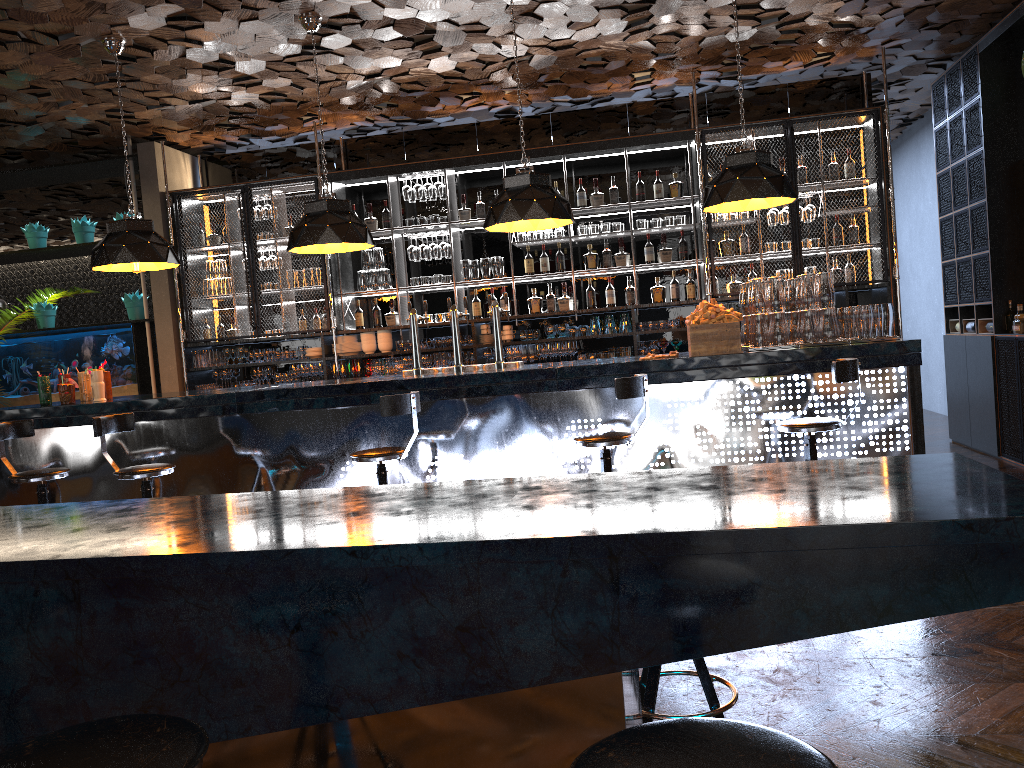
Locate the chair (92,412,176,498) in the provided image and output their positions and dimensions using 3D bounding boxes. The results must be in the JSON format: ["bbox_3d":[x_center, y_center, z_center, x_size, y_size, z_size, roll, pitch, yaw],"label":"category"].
[{"bbox_3d":[-2.057,0.717,4.962,0.476,1.108,0.419,-4,3,10],"label":"chair"}]

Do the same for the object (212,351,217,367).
[{"bbox_3d":[-2.978,-0.251,8.841,0.058,0.152,0.051,-4,3,14],"label":"object"}]

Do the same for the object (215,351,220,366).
[{"bbox_3d":[-2.964,-0.254,8.900,0.058,0.152,0.051,-6,3,-29],"label":"object"}]

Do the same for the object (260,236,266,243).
[{"bbox_3d":[-2.498,-1.462,8.937,0.077,0.080,0.077,-6,3,-25],"label":"object"}]

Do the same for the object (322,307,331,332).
[{"bbox_3d":[-1.847,-0.635,8.798,0.075,0.260,0.075,-6,3,-31],"label":"object"}]

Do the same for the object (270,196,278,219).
[{"bbox_3d":[-2.387,-1.766,8.878,0.081,0.213,0.081,-4,3,15],"label":"object"}]

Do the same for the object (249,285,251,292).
[{"bbox_3d":[-2.621,-0.951,8.905,0.077,0.080,0.077,-4,3,21],"label":"object"}]

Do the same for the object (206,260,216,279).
[{"bbox_3d":[-3.045,-1.153,8.951,0.092,0.182,0.092,-4,3,5],"label":"object"}]

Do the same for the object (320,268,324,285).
[{"bbox_3d":[-1.900,-1.058,8.818,0.092,0.182,0.092,-4,3,5],"label":"object"}]

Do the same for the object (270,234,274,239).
[{"bbox_3d":[-2.389,-1.470,8.929,0.077,0.080,0.077,-7,4,-45],"label":"object"}]

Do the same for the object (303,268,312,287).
[{"bbox_3d":[-2.016,-1.046,8.764,0.092,0.182,0.092,-4,3,5],"label":"object"}]

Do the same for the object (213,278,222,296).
[{"bbox_3d":[-2.977,-0.975,8.951,0.092,0.182,0.092,-4,3,5],"label":"object"}]

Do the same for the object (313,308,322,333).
[{"bbox_3d":[-1.945,-0.628,8.836,0.075,0.260,0.075,-6,3,-31],"label":"object"}]

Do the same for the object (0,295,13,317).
[{"bbox_3d":[-5.452,-0.800,9.370,0.290,0.292,0.278,-7,4,-43],"label":"object"}]

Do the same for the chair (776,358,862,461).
[{"bbox_3d":[1.573,0.436,4.561,0.476,1.108,0.419,-4,3,20],"label":"chair"}]

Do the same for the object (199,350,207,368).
[{"bbox_3d":[-3.071,-0.253,8.815,0.067,0.174,0.067,-7,4,-41],"label":"object"}]

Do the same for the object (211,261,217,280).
[{"bbox_3d":[-3.034,-1.158,9.048,0.092,0.182,0.092,-4,3,5],"label":"object"}]

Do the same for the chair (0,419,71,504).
[{"bbox_3d":[-2.770,0.764,5.205,0.476,1.108,0.419,-4,3,10],"label":"chair"}]

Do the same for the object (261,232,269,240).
[{"bbox_3d":[-2.442,-1.459,8.775,0.077,0.080,0.077,-7,4,-45],"label":"object"}]

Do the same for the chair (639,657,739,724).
[{"bbox_3d":[0.450,0.776,2.435,0.419,0.813,0.419,-4,3,5],"label":"chair"}]

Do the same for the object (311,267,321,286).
[{"bbox_3d":[-1.926,-1.052,8.727,0.092,0.182,0.092,-4,3,5],"label":"object"}]

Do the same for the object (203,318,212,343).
[{"bbox_3d":[-3.101,-0.540,9.011,0.075,0.261,0.075,-6,3,-31],"label":"object"}]

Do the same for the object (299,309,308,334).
[{"bbox_3d":[-2.084,-0.616,8.838,0.075,0.261,0.075,-6,3,-31],"label":"object"}]

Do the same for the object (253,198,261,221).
[{"bbox_3d":[-2.561,-1.753,8.908,0.081,0.213,0.081,-4,3,15],"label":"object"}]

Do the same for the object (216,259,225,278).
[{"bbox_3d":[-2.943,-1.161,8.941,0.092,0.182,0.092,-4,3,5],"label":"object"}]

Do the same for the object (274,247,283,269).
[{"bbox_3d":[-2.346,-1.268,8.902,0.081,0.213,0.081,-4,3,15],"label":"object"}]

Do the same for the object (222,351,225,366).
[{"bbox_3d":[-2.957,-0.261,9.018,0.051,0.152,0.058,-3,3,34],"label":"object"}]

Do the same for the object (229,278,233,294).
[{"bbox_3d":[-2.875,-0.987,9.021,0.092,0.182,0.092,-4,3,5],"label":"object"}]

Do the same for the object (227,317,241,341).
[{"bbox_3d":[-2.804,-0.553,8.944,0.108,0.244,0.108,-4,3,23],"label":"object"}]

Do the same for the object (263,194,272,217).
[{"bbox_3d":[-2.411,-1.758,8.737,0.081,0.213,0.081,-4,3,15],"label":"object"}]

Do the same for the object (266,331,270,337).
[{"bbox_3d":[-2.500,-0.499,9.004,0.077,0.080,0.077,-7,4,-41],"label":"object"}]

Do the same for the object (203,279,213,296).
[{"bbox_3d":[-3.079,-0.967,8.968,0.092,0.182,0.092,-4,3,5],"label":"object"}]

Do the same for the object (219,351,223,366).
[{"bbox_3d":[-2.951,-0.258,8.958,0.051,0.152,0.058,-3,3,36],"label":"object"}]

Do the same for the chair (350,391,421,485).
[{"bbox_3d":[-0.674,0.609,4.828,0.476,1.108,0.419,-3,3,25],"label":"chair"}]

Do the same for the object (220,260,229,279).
[{"bbox_3d":[-2.934,-1.165,9.020,0.092,0.182,0.092,-4,3,5],"label":"object"}]

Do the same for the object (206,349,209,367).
[{"bbox_3d":[-3.065,-0.257,8.892,0.067,0.174,0.067,-3,3,35],"label":"object"}]

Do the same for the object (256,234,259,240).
[{"bbox_3d":[-2.558,-1.452,8.839,0.077,0.080,0.077,-7,4,-45],"label":"object"}]

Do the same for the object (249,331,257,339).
[{"bbox_3d":[-2.591,-0.485,8.870,0.077,0.080,0.077,-7,4,-41],"label":"object"}]

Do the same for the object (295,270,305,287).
[{"bbox_3d":[-2.113,-1.042,8.858,0.092,0.182,0.092,-4,3,5],"label":"object"}]

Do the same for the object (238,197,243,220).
[{"bbox_3d":[-2.679,-1.738,8.782,0.081,0.213,0.081,-4,3,15],"label":"object"}]

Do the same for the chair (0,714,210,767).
[{"bbox_3d":[-0.559,0.915,1.247,0.419,0.813,0.419,-4,3,5],"label":"chair"}]

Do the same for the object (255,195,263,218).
[{"bbox_3d":[-2.500,-1.751,8.752,0.081,0.213,0.081,-4,3,15],"label":"object"}]

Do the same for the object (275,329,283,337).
[{"bbox_3d":[-2.318,-0.506,8.842,0.077,0.080,0.077,-5,3,-2],"label":"object"}]

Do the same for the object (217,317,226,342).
[{"bbox_3d":[-2.942,-0.551,8.957,0.075,0.260,0.075,-2,4,43],"label":"object"}]

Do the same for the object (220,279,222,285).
[{"bbox_3d":[-2.968,-0.980,9.046,0.092,0.182,0.092,-4,3,5],"label":"object"}]

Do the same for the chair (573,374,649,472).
[{"bbox_3d":[0.531,0.517,4.672,0.476,1.108,0.419,-3,3,25],"label":"chair"}]

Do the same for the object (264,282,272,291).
[{"bbox_3d":[-2.415,-0.962,8.777,0.077,0.080,0.077,-4,3,5],"label":"object"}]

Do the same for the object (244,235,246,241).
[{"bbox_3d":[-2.659,-1.446,8.877,0.077,0.080,0.077,-5,3,0],"label":"object"}]

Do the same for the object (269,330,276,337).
[{"bbox_3d":[-2.400,-0.503,8.912,0.077,0.080,0.077,-6,3,-25],"label":"object"}]

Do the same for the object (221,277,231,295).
[{"bbox_3d":[-2.880,-0.982,8.924,0.092,0.182,0.092,-4,3,5],"label":"object"}]

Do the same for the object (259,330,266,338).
[{"bbox_3d":[-2.490,-0.492,8.841,0.077,0.080,0.077,-5,3,-5],"label":"object"}]

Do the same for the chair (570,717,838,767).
[{"bbox_3d":[0.258,0.856,1.075,0.419,0.813,0.419,-4,3,5],"label":"chair"}]

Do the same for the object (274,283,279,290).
[{"bbox_3d":[-2.349,-0.975,8.925,0.077,0.080,0.077,-4,3,5],"label":"object"}]

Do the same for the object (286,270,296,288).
[{"bbox_3d":[-2.183,-1.032,8.768,0.092,0.182,0.092,-4,3,5],"label":"object"}]

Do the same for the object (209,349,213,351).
[{"bbox_3d":[-3.053,-0.262,8.981,0.067,0.174,0.067,-6,3,-30],"label":"object"}]

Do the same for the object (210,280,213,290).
[{"bbox_3d":[-3.072,-0.973,9.071,0.092,0.182,0.092,-4,3,5],"label":"object"}]

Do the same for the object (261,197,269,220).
[{"bbox_3d":[-2.476,-1.760,8.894,0.081,0.213,0.081,-4,3,15],"label":"object"}]
